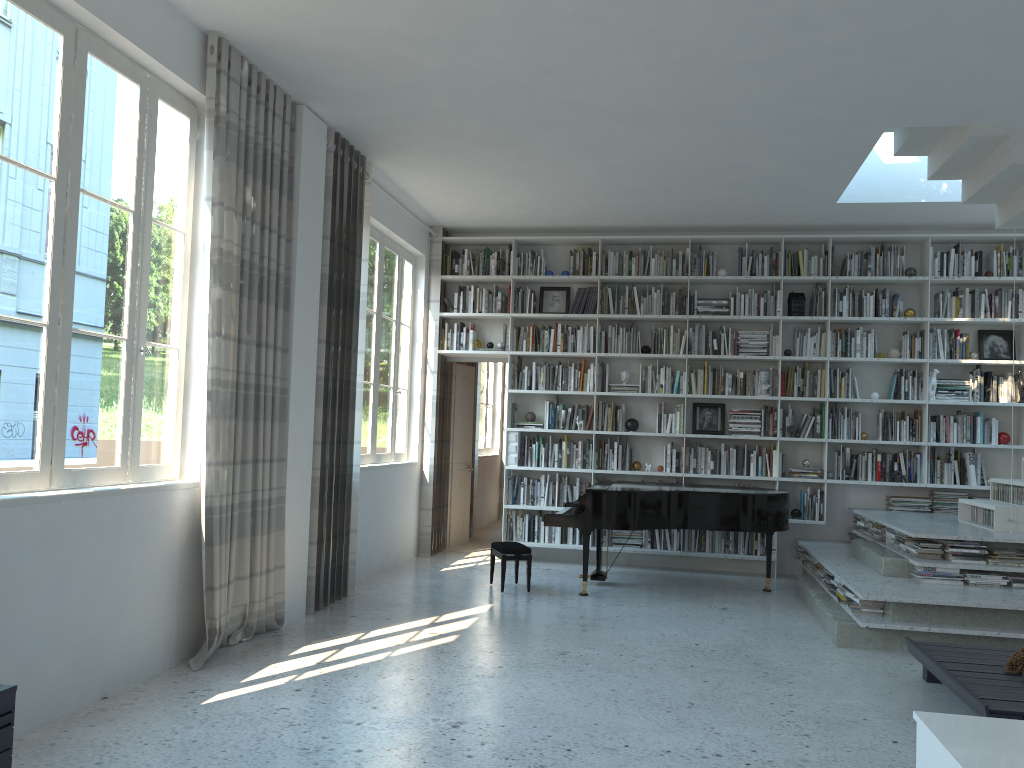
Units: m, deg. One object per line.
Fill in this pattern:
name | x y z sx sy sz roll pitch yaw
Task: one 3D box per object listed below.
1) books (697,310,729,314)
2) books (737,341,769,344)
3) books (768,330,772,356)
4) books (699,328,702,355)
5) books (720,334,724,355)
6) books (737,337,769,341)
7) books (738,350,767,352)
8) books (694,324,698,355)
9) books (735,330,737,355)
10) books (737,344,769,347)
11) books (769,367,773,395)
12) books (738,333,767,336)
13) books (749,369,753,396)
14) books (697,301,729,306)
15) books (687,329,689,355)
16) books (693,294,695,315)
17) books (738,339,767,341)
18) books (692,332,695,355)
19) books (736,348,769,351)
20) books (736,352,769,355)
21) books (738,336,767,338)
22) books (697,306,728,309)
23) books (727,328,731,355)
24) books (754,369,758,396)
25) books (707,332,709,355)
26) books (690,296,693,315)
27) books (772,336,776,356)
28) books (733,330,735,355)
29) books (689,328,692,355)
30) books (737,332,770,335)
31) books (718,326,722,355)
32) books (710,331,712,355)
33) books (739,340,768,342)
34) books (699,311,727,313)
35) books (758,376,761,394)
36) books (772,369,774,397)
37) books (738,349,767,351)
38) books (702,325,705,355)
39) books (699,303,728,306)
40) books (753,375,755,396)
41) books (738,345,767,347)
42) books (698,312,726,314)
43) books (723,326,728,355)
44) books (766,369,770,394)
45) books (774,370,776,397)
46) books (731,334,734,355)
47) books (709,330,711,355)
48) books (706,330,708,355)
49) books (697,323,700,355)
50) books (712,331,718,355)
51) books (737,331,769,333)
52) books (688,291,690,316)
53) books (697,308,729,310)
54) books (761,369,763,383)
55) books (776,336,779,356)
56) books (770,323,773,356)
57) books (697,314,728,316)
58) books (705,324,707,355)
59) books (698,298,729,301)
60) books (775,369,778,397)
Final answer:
books | 1.901 -0.687 8.405 0.285 0.012 0.159 2 -3 8
books | 2.256 -0.384 8.324 0.285 0.012 0.159 1 -3 14
books | 2.408 -0.368 8.283 0.012 0.254 0.161 2 -3 11
books | 1.784 -0.390 8.399 0.025 0.266 0.185 2 -3 11
books | 1.984 -0.360 8.371 0.024 0.216 0.148 2 -3 11
books | 2.258 -0.420 8.330 0.285 0.012 0.159 2 -3 10
books | 2.255 -0.299 8.327 0.254 0.012 0.161 1 -3 11
books | 1.747 -0.406 8.414 0.026 0.297 0.179 2 -3 11
books | 2.099 -0.373 8.333 0.013 0.246 0.176 2 -3 11
books | 2.256 -0.360 8.328 0.285 0.012 0.159 1 -3 12
books | 2.414 -0.011 8.288 0.025 0.279 0.108 2 -3 11
books | 2.260 -0.458 8.334 0.254 0.012 0.161 1 -3 11
books | 2.237 -0.007 8.303 0.025 0.258 0.150 2 -3 11
books | 1.905 -0.765 8.410 0.285 0.024 0.159 1 -3 13
books | 1.678 -0.386 8.439 0.012 0.254 0.161 2 -3 11
books | 1.728 -0.733 8.439 0.013 0.218 0.141 2 -3 11
books | 2.257 -0.408 8.327 0.254 0.012 0.161 1 -3 13
books | 1.723 -0.371 8.435 0.027 0.228 0.147 2 -3 11
books | 2.254 -0.324 8.321 0.285 0.012 0.159 2 -3 8
books | 2.254 -0.287 8.324 0.285 0.012 0.159 1 -3 12
books | 2.257 -0.433 8.322 0.254 0.012 0.161 1 -3 16
books | 1.902 -0.716 8.401 0.285 0.024 0.159 1 -3 16
books | 2.045 -0.385 8.349 0.021 0.269 0.191 2 -3 11
books | 2.284 -0.005 8.304 0.024 0.259 0.126 2 -3 11
books | 1.854 -0.371 8.398 0.014 0.233 0.147 2 -3 11
books | 1.706 -0.726 8.430 0.027 0.201 0.167 2 -3 11
books | 2.441 -0.339 8.288 0.029 0.198 0.172 2 -3 11
books | 2.087 -0.372 8.347 0.015 0.245 0.183 2 -3 11
books | 1.695 -0.392 8.425 0.026 0.267 0.171 2 -3 11
books | 2.258 -0.471 8.323 0.285 0.012 0.159 2 -3 6
books | 1.964 -0.394 8.383 0.022 0.285 0.131 2 -3 11
books | 1.880 -0.374 8.390 0.011 0.239 0.147 2 -3 11
books | 2.257 -0.396 8.325 0.254 0.012 0.161 2 -3 8
books | 1.900 -0.675 8.405 0.254 0.012 0.161 2 -3 8
books | 2.311 0.024 8.295 0.035 0.201 0.149 2 -3 11
books | 2.429 -0.005 8.268 0.014 0.266 0.154 2 -3 11
books | 2.255 -0.312 8.325 0.254 0.012 0.161 2 -3 10
books | 1.814 -0.403 8.412 0.029 0.295 0.151 2 -3 11
books | 1.904 -0.741 8.405 0.254 0.025 0.161 2 -3 7
books | 2.262 0.021 8.313 0.022 0.206 0.114 2 -3 11
books | 2.256 -0.348 8.325 0.254 0.012 0.161 2 -3 9
books | 1.899 -0.663 8.400 0.254 0.012 0.161 1 -3 16
books | 2.013 -0.396 8.370 0.049 0.291 0.162 2 -3 11
books | 2.387 -0.003 8.282 0.025 0.259 0.130 2 -3 11
books | 2.445 -0.002 8.277 0.014 0.261 0.137 2 -3 11
books | 2.069 -0.357 8.359 0.024 0.216 0.132 2 -3 11
books | 1.868 -0.380 8.392 0.014 0.250 0.173 2 -3 11
books | 1.843 -0.381 8.400 0.011 0.252 0.153 2 -3 11
books | 1.771 -0.412 8.429 0.014 0.313 0.133 2 -3 11
books | 1.917 -0.372 8.377 0.066 0.236 0.154 2 -3 11
books | 2.260 -0.483 8.330 0.285 0.012 0.159 1 -3 13
books | 1.691 -0.752 8.454 0.012 0.254 0.161 2 -3 11
books | 1.901 -0.698 8.408 0.285 0.012 0.159 2 -3 9
books | 2.337 -0.005 8.301 0.014 0.263 0.135 2 -3 11
books | 2.472 -0.341 8.288 0.030 0.205 0.158 2 -3 11
books | 2.424 -0.399 8.297 0.012 0.319 0.140 2 -3 11
books | 1.899 -0.650 8.404 0.285 0.012 0.159 1 -3 14
books | 1.832 -0.405 8.401 0.011 0.300 0.179 2 -3 11
books | 1.907 -0.789 8.416 0.285 0.024 0.159 1 -3 11
books | 2.465 -0.003 8.281 0.023 0.264 0.107 2 -3 11
